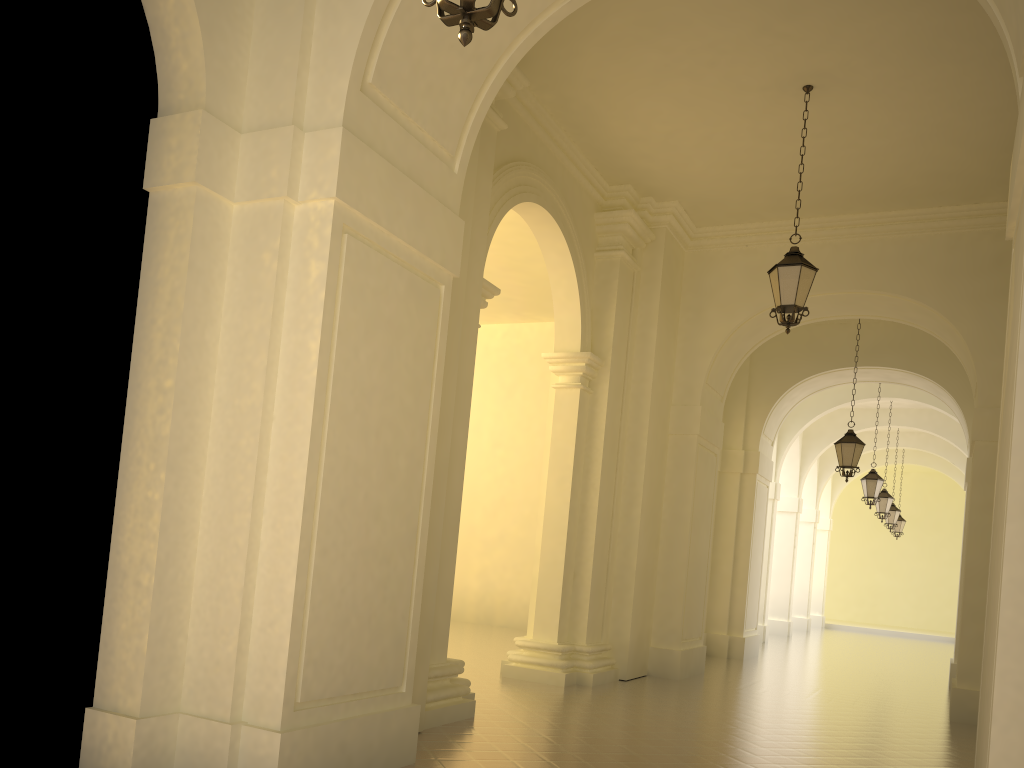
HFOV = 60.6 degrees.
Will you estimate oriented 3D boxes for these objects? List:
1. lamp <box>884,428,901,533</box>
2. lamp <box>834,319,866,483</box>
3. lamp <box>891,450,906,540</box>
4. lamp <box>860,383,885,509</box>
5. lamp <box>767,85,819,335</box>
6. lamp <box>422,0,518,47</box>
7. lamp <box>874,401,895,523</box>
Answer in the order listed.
[{"bbox_3d":[11.384,2.779,26.055,0.508,3.287,0.447,4,-3,27],"label":"lamp"},{"bbox_3d":[5.724,0.010,14.641,0.443,3.287,0.513,5,-2,-3],"label":"lamp"},{"bbox_3d":[13.069,3.603,29.453,0.508,3.287,0.447,4,-3,27],"label":"lamp"},{"bbox_3d":[7.962,1.105,19.154,0.508,3.287,0.447,4,-3,27],"label":"lamp"},{"bbox_3d":[2.901,-1.766,8.889,0.514,2.548,0.441,7,-3,-33],"label":"lamp"},{"bbox_3d":[-0.011,-2.795,3.076,0.443,3.287,0.513,5,-2,-3],"label":"lamp"},{"bbox_3d":[9.689,1.949,22.636,0.508,3.287,0.447,4,-3,27],"label":"lamp"}]
